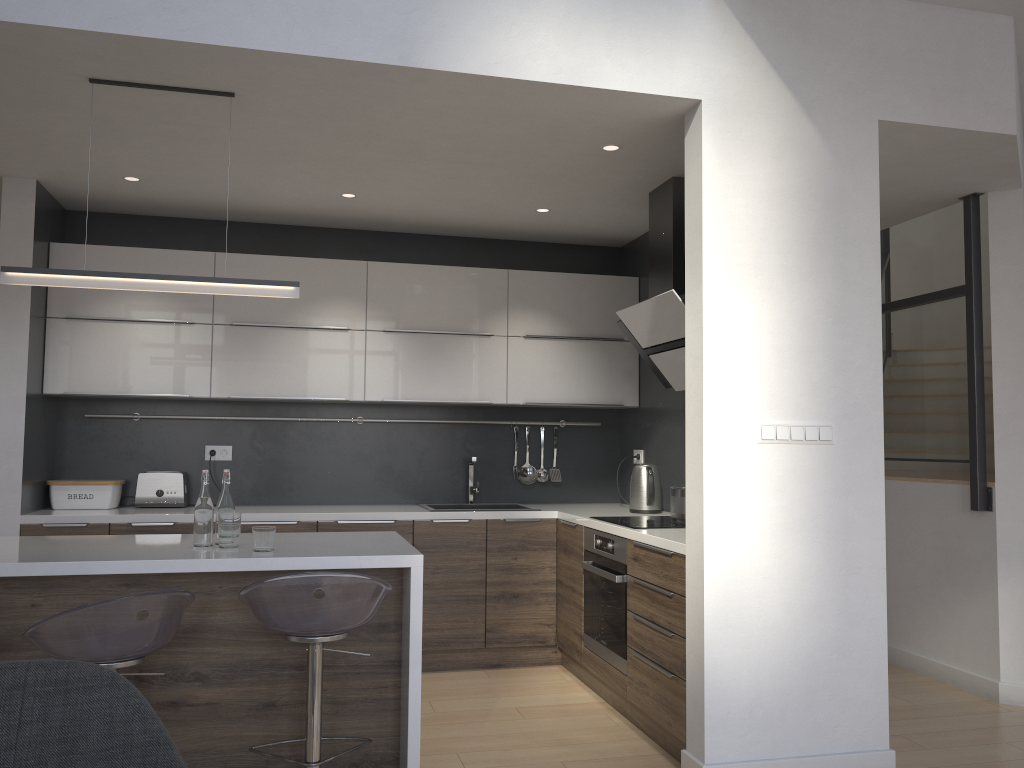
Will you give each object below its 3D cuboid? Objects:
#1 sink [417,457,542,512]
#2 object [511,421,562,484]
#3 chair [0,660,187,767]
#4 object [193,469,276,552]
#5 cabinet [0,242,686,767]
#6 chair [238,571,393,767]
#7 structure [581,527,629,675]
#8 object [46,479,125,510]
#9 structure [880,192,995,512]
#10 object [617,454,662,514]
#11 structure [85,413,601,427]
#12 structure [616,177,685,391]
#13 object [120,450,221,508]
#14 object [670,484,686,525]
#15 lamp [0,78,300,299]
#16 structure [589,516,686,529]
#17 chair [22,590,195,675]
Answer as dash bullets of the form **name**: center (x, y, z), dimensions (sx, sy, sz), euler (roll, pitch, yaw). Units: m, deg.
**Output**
- **sink**: center (-0.200, 0.681, 5.114), dimensions (0.626, 0.518, 0.512), euler (2, -4, -14)
- **object**: center (0.148, 0.424, 5.494), dimensions (0.320, 0.389, 0.069), euler (1, -4, -13)
- **chair**: center (-0.642, 0.831, 0.985), dimensions (0.655, 0.891, 0.619), euler (1, -4, -12)
- **object**: center (-0.950, 0.432, 3.045), dimensions (0.323, 0.267, 0.148), euler (-3, -5, 41)
- **cabinet**: center (-1.293, 0.222, 3.946), dimensions (4.694, 2.501, 2.402), euler (2, -4, -14)
- **chair**: center (-0.619, 0.981, 2.779), dimensions (0.475, 0.838, 0.434), euler (2, -4, -16)
- **structure**: center (0.683, 1.004, 4.235), dimensions (0.584, 0.588, 0.587), euler (2, -4, -14)
- **object**: center (-2.291, 0.593, 4.769), dimensions (0.380, 0.148, 0.263), euler (2, -4, -14)
- **structure**: center (3.184, -0.476, 6.766), dimensions (2.823, 4.339, 4.190), euler (2, -4, -14)
- **object**: center (0.719, 0.559, 5.037), dimensions (0.179, 0.318, 0.590), euler (1, -4, -7)
- **structure**: center (-0.899, 0.215, 5.254), dimensions (3.000, 0.045, 0.050), euler (2, -4, -14)
- **structure**: center (0.829, -0.485, 4.363), dimensions (0.407, 0.998, 0.898), euler (2, -4, -14)
- **object**: center (-1.877, 0.524, 4.917), dimensions (0.562, 0.319, 0.191), euler (2, -4, -14)
- **object**: center (0.889, 0.544, 4.176), dimensions (0.288, 0.223, 0.315), euler (-1, -4, 27)
- **lamp**: center (-1.269, -0.709, 3.194), dimensions (0.998, 0.756, 0.020), euler (2, -4, -14)
- **structure**: center (0.732, 0.663, 4.269), dimensions (0.550, 0.006, 0.600), euler (2, -4, -14)
- **chair**: center (-1.200, 0.990, 2.633), dimensions (0.434, 0.787, 0.475), euler (-3, -5, 39)
